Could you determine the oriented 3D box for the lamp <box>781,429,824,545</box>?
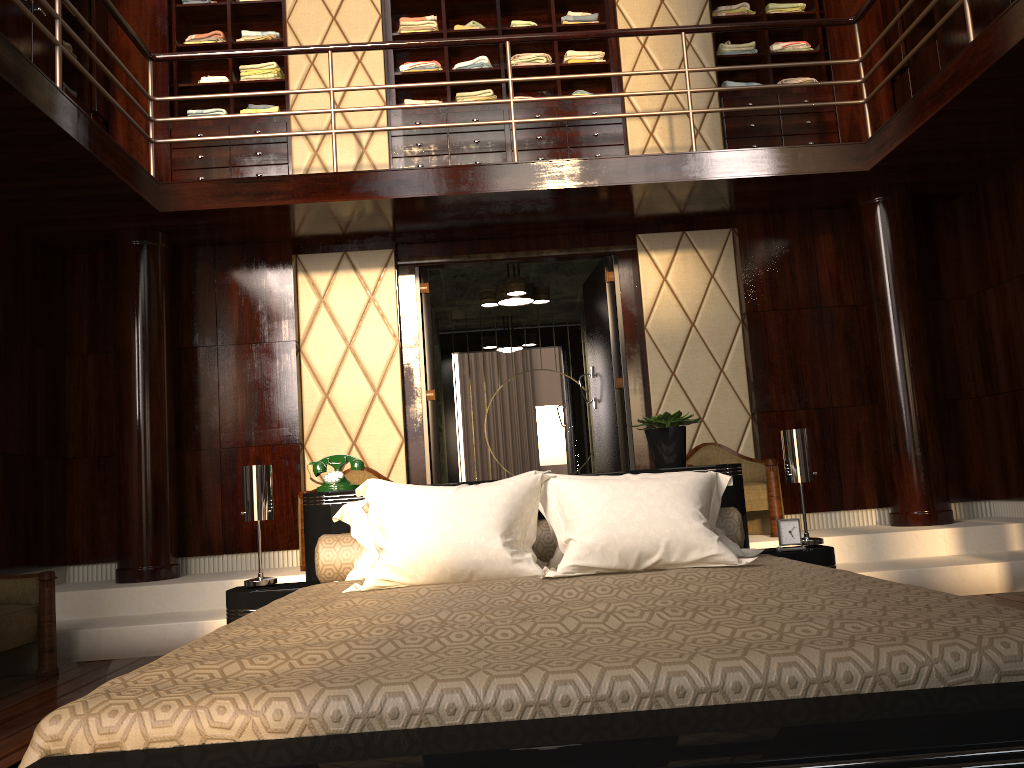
[{"bbox_3d":[0.979,0.347,3.003,0.106,0.385,0.109,-5,-7,5],"label":"lamp"}]

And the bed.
[{"bbox_3d":[0.090,0.533,2.076,1.985,0.660,2.381,-4,-7,-2],"label":"bed"}]

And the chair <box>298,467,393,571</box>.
[{"bbox_3d":[-0.876,0.728,4.943,0.571,0.550,0.462,-4,-7,-2],"label":"chair"}]

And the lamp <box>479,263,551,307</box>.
[{"bbox_3d":[-0.030,-0.748,6.352,0.467,0.347,0.515,-8,-8,28],"label":"lamp"}]

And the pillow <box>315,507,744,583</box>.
[{"bbox_3d":[0.061,0.526,2.907,1.396,0.167,0.173,-4,-7,-2],"label":"pillow"}]

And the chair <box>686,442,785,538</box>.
[{"bbox_3d":[1.190,0.593,5.010,0.571,0.550,0.462,-4,-7,-2],"label":"chair"}]

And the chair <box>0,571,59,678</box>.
[{"bbox_3d":[-2.114,0.913,3.455,0.462,0.550,0.571,-4,-7,-2],"label":"chair"}]

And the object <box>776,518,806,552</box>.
[{"bbox_3d":[0.895,0.487,2.860,0.088,0.103,0.034,-5,-7,6],"label":"object"}]

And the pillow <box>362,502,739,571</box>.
[{"bbox_3d":[0.101,0.428,2.577,1.123,0.271,0.293,-4,-7,-1],"label":"pillow"}]

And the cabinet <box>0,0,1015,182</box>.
[{"bbox_3d":[-0.060,-2.296,5.150,6.767,2.432,2.576,-4,-7,-2],"label":"cabinet"}]

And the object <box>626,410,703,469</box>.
[{"bbox_3d":[0.567,0.204,3.223,0.256,0.205,0.241,-1,-7,-20],"label":"object"}]

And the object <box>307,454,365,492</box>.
[{"bbox_3d":[-0.629,0.319,3.182,0.158,0.131,0.178,2,-9,-39],"label":"object"}]

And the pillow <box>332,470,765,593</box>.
[{"bbox_3d":[0.073,0.408,2.605,1.322,0.320,0.685,-4,-7,0],"label":"pillow"}]

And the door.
[{"bbox_3d":[0.011,0.159,5.885,1.435,1.820,0.828,-4,-7,-3],"label":"door"}]

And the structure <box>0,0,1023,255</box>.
[{"bbox_3d":[0.103,-0.552,3.663,6.107,3.189,3.750,-4,-7,-2],"label":"structure"}]

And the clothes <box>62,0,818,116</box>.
[{"bbox_3d":[-0.512,-2.214,5.857,4.996,0.954,0.818,-3,-7,-9],"label":"clothes"}]

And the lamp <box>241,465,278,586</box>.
[{"bbox_3d":[-0.830,0.461,2.910,0.106,0.385,0.109,-5,-7,5],"label":"lamp"}]
